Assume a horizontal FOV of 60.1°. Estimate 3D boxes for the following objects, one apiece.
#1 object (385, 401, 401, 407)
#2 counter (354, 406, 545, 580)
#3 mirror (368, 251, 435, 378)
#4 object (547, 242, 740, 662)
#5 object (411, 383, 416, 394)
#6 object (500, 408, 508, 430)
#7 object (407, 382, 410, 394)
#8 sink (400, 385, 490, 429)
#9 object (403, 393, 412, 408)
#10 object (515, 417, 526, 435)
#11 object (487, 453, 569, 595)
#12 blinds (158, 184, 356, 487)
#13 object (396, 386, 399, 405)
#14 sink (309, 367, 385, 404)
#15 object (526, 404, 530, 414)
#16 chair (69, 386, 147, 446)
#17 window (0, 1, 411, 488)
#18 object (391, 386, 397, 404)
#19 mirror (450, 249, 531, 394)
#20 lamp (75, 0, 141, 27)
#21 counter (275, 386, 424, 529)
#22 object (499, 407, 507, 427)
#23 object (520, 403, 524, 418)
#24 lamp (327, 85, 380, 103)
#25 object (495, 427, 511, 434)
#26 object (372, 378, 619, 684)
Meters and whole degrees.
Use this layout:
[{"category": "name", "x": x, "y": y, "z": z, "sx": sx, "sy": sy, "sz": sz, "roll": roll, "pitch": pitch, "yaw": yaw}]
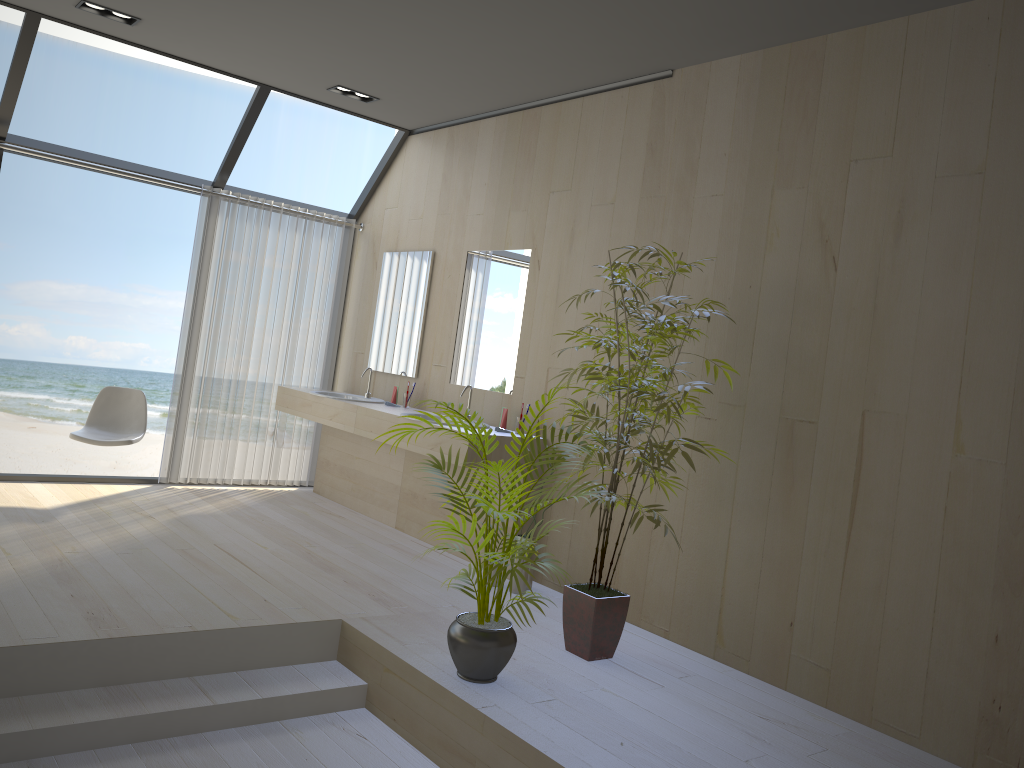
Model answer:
[{"category": "object", "x": -0.789, "y": 0.134, "z": 5.859, "sx": 0.104, "sy": 0.029, "sz": 0.032, "roll": 8, "pitch": 0, "yaw": 2}, {"category": "counter", "x": -0.429, "y": 0.613, "z": 5.200, "sx": 0.548, "sy": 0.792, "sz": 1.209, "roll": 8, "pitch": 0, "yaw": -39}, {"category": "mirror", "x": -0.794, "y": -0.506, "z": 6.270, "sx": 0.023, "sy": 0.870, "sz": 0.655, "roll": 9, "pitch": -2, "yaw": -39}, {"category": "object", "x": 0.497, "y": 0.275, "z": 3.768, "sx": 0.785, "sy": 1.760, "sz": 0.936, "roll": 8, "pitch": -1, "yaw": -14}, {"category": "object", "x": -0.680, "y": 0.074, "z": 5.905, "sx": 0.053, "sy": 0.175, "sz": 0.012, "roll": 8, "pitch": -2, "yaw": -13}, {"category": "object", "x": -0.045, "y": 0.205, "z": 4.995, "sx": 0.039, "sy": 0.135, "sz": 0.039, "roll": 8, "pitch": -2, "yaw": 3}, {"category": "object", "x": -0.695, "y": 0.072, "z": 5.872, "sx": 0.012, "sy": 0.178, "sz": 0.050, "roll": 8, "pitch": -2, "yaw": 0}, {"category": "sink", "x": -0.389, "y": 0.200, "z": 5.160, "sx": 0.502, "sy": 0.420, "sz": 0.575, "roll": 8, "pitch": 0, "yaw": -35}, {"category": "object", "x": -0.701, "y": 0.113, "z": 5.900, "sx": 0.058, "sy": 0.100, "sz": 0.058, "roll": 8, "pitch": -1, "yaw": -32}, {"category": "object", "x": 0.045, "y": 0.236, "z": 4.954, "sx": 0.058, "sy": 0.100, "sz": 0.059, "roll": 8, "pitch": -1, "yaw": -28}, {"category": "object", "x": 0.113, "y": 0.715, "z": 4.692, "sx": 0.275, "sy": 0.750, "sz": 0.405, "roll": 6, "pitch": -2, "yaw": 39}, {"category": "blinds", "x": -1.828, "y": -0.300, "z": 6.457, "sx": 1.177, "sy": 2.075, "sz": 0.084, "roll": 9, "pitch": -2, "yaw": -38}, {"category": "object", "x": -0.796, "y": 0.079, "z": 6.055, "sx": 0.039, "sy": 0.135, "sz": 0.038, "roll": 7, "pitch": -2, "yaw": 10}, {"category": "sink", "x": -1.135, "y": 0.078, "z": 6.106, "sx": 0.502, "sy": 0.420, "sz": 0.575, "roll": 8, "pitch": 0, "yaw": -35}, {"category": "object", "x": 0.066, "y": 0.197, "z": 4.959, "sx": 0.053, "sy": 0.175, "sz": 0.012, "roll": 8, "pitch": -2, "yaw": -13}, {"category": "chair", "x": -2.490, "y": 0.204, "z": 5.520, "sx": 0.368, "sy": 0.348, "sz": 0.454, "roll": 8, "pitch": 0, "yaw": -10}, {"category": "window", "x": -2.916, "y": -0.767, "z": 5.316, "sx": 4.541, "sy": 2.819, "sz": 0.747, "roll": 7, "pitch": -1, "yaw": -38}, {"category": "object", "x": -0.790, "y": 0.083, "z": 5.941, "sx": 0.039, "sy": 0.135, "sz": 0.038, "roll": 7, "pitch": -2, "yaw": 10}, {"category": "mirror", "x": -0.133, "y": -0.398, "z": 5.474, "sx": 0.023, "sy": 0.870, "sz": 0.655, "roll": 9, "pitch": -2, "yaw": -39}, {"category": "lamp", "x": -2.184, "y": -2.063, "z": 4.806, "sx": 0.299, "sy": 0.112, "sz": 0.164, "roll": 7, "pitch": 1, "yaw": -38}, {"category": "counter", "x": -1.175, "y": 0.490, "z": 6.146, "sx": 0.548, "sy": 0.792, "sz": 1.209, "roll": 8, "pitch": 0, "yaw": -39}, {"category": "object", "x": -0.050, "y": 0.202, "z": 5.109, "sx": 0.039, "sy": 0.135, "sz": 0.039, "roll": 8, "pitch": -2, "yaw": 3}, {"category": "object", "x": 0.050, "y": 0.194, "z": 4.926, "sx": 0.012, "sy": 0.178, "sz": 0.050, "roll": 8, "pitch": -2, "yaw": 0}, {"category": "lamp", "x": -1.021, "y": -1.927, "z": 5.736, "sx": 0.299, "sy": 0.112, "sz": 0.164, "roll": 7, "pitch": 1, "yaw": -38}, {"category": "object", "x": -0.044, "y": 0.257, "z": 4.913, "sx": 0.104, "sy": 0.029, "sz": 0.032, "roll": 8, "pitch": 0, "yaw": 2}, {"category": "object", "x": -0.096, "y": 0.496, "z": 3.262, "sx": 0.915, "sy": 1.159, "sz": 0.750, "roll": 8, "pitch": -1, "yaw": -5}]
